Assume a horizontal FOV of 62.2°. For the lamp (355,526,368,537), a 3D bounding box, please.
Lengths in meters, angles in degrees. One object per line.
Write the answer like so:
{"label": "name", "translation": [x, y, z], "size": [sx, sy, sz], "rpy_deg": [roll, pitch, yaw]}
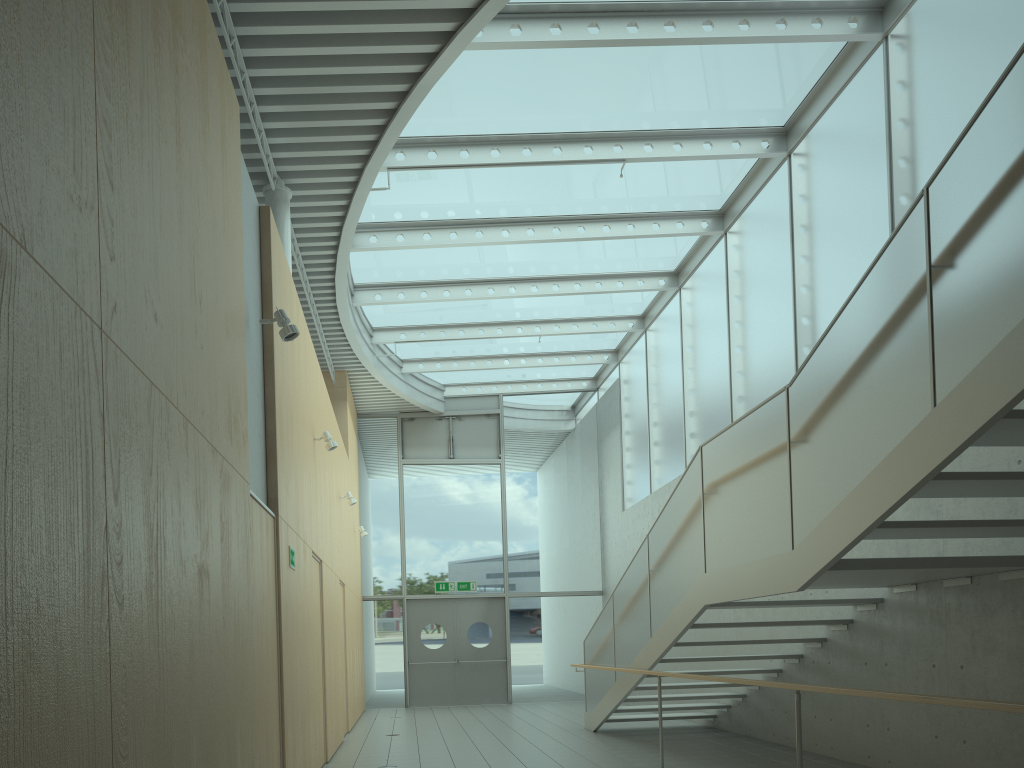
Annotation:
{"label": "lamp", "translation": [-2.543, 2.484, 14.323], "size": [0.233, 0.194, 0.144], "rpy_deg": [3, -8, -26]}

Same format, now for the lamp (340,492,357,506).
{"label": "lamp", "translation": [-2.157, 1.507, 11.199], "size": [0.233, 0.194, 0.144], "rpy_deg": [3, -8, -26]}

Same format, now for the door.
{"label": "door", "translation": [-1.058, 5.201, 16.495], "size": [1.921, 2.089, 0.176], "rpy_deg": [-1, -1, -7]}

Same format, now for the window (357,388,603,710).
{"label": "window", "translation": [-0.547, 3.193, 16.596], "size": [4.855, 6.230, 0.110], "rpy_deg": [-1, -1, -7]}

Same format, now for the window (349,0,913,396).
{"label": "window", "translation": [0.327, 1.229, 11.063], "size": [4.781, 6.132, 16.424], "rpy_deg": [-1, -15, -7]}

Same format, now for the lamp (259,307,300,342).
{"label": "lamp", "translation": [-1.417, -0.369, 5.195], "size": [0.233, 0.194, 0.144], "rpy_deg": [3, -8, -26]}

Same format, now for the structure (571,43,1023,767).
{"label": "structure", "translation": [2.463, 0.869, 5.401], "size": [1.884, 4.116, 13.089], "rpy_deg": [-1, -16, -7]}

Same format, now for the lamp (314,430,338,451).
{"label": "lamp", "translation": [-1.774, 0.538, 8.096], "size": [0.233, 0.194, 0.144], "rpy_deg": [3, -8, -26]}

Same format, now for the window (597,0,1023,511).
{"label": "window", "translation": [2.437, -0.304, 11.348], "size": [0.030, 2.682, 16.246], "rpy_deg": [-2, -17, -8]}
